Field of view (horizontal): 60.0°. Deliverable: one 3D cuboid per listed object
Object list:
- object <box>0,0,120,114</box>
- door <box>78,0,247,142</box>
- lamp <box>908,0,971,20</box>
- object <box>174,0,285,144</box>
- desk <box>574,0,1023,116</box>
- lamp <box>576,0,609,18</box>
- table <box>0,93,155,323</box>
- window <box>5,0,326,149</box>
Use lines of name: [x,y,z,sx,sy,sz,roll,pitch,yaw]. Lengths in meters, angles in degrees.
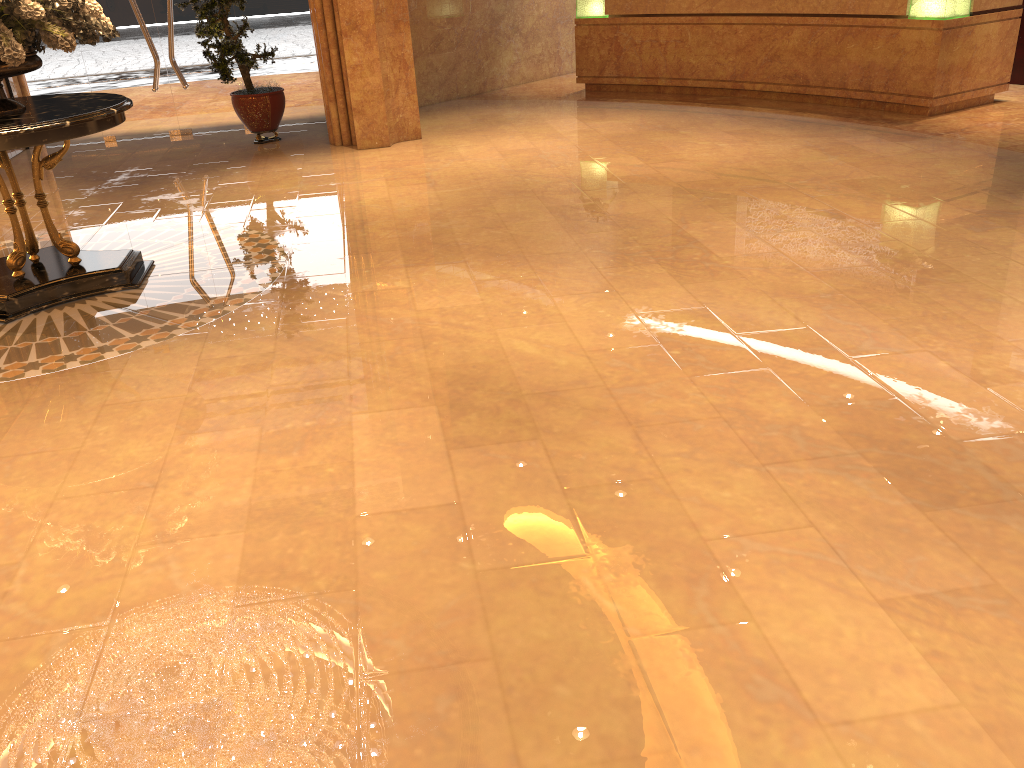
object: [-3.041,-2.065,5.043,1.318,0.999,1.277,6,28,20]
door: [-4.049,-4.222,10.019,1.880,2.758,0.195,-8,26,-8]
lamp: [4.159,-4.005,8.482,0.580,0.923,0.570,-9,27,-11]
object: [-2.926,-3.725,9.310,0.843,2.363,1.250,-17,29,-25]
desk: [3.010,-4.046,10.506,5.227,1.155,1.570,21,35,40]
lamp: [1.011,-5.119,11.173,0.573,0.923,0.598,16,33,35]
table: [-3.004,-1.120,5.483,1.493,1.089,1.493,-11,27,-13]
window: [-4.073,-4.559,9.852,3.515,3.571,0.047,-8,26,-8]
